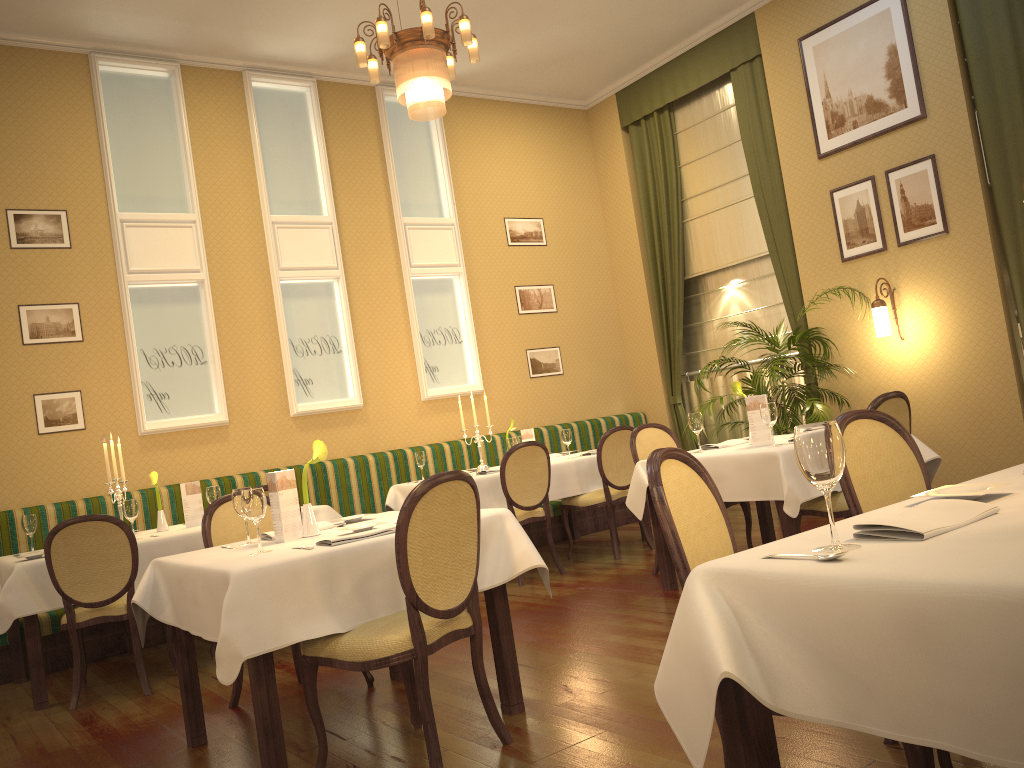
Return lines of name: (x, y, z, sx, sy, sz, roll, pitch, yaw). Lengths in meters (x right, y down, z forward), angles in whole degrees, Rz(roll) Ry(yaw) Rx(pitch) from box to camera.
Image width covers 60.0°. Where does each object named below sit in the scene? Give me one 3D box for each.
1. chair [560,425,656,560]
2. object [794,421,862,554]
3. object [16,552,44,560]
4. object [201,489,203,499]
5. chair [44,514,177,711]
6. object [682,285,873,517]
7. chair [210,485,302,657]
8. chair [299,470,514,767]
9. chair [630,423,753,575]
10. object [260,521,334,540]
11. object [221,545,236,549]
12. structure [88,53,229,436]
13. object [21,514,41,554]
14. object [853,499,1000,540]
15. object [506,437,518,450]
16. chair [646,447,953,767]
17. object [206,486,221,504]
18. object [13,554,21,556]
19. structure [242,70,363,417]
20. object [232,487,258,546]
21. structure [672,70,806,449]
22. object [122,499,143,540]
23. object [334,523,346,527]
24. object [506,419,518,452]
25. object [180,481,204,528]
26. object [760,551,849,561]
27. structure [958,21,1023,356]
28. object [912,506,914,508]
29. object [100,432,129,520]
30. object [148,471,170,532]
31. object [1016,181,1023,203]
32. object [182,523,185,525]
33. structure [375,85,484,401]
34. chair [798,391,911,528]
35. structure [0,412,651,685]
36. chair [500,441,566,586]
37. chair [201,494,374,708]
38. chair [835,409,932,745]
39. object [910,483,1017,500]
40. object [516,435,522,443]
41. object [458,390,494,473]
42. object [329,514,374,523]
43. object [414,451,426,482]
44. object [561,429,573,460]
chair: (0.709, 0.815, 6.726, 0.530, 0.955, 0.571, -7, -3, -36)
object: (0.569, 0.185, 1.609, 0.088, 0.229, 0.088, -9, -3, 12)
object: (-2.552, 0.924, 4.739, 0.160, 0.024, 0.160, -7, -3, -36)
object: (-2.087, 0.804, 5.878, 0.088, 0.229, 0.088, -9, -3, 6)
chair: (-2.140, 1.153, 4.698, 0.530, 0.955, 0.571, -8, -3, -11)
object: (2.273, 0.178, 7.289, 1.496, 1.807, 1.552, -11, -3, 35)
chair: (-1.486, 1.076, 5.177, 0.530, 0.955, 0.571, -7, -3, -36)
chair: (-0.367, 0.798, 3.011, 0.571, 0.955, 0.530, -11, -3, 34)
chair: (1.116, 0.697, 5.605, 0.530, 0.955, 0.571, -7, -3, -36)
object: (-0.902, 0.618, 3.730, 0.273, 0.033, 0.142, -7, -3, -36)
object: (-1.136, 0.654, 3.564, 0.017, 0.010, 0.185, -7, -3, -34)
structure: (-2.786, -1.111, 7.002, 0.687, 2.985, 0.200, -7, -3, -36)
object: (-2.881, 0.898, 5.310, 0.088, 0.229, 0.088, -9, -3, 12)
object: (0.789, 0.257, 1.687, 0.273, 0.033, 0.142, -7, -3, -36)
object: (0.011, 0.518, 6.630, 0.088, 0.229, 0.088, -9, -3, 12)
chair: (0.684, 0.591, 2.084, 0.571, 0.955, 0.530, -10, -3, 29)
object: (-1.787, 0.731, 5.341, 0.088, 0.229, 0.088, -9, -3, 12)
object: (-2.939, 1.013, 5.258, 0.038, 0.015, 0.181, -7, -3, -34)
structure: (-1.821, -1.225, 7.700, 0.661, 2.985, 0.200, -7, -3, -36)
object: (-1.090, 0.539, 3.625, 0.088, 0.229, 0.088, -9, -3, 6)
structure: (2.101, -1.106, 8.679, 0.123, 4.511, 1.942, -7, -3, -36)
object: (-2.166, 0.775, 5.055, 0.088, 0.229, 0.088, -9, -3, 12)
object: (-0.758, 0.606, 3.815, 0.038, 0.015, 0.181, -7, -3, -34)
object: (-0.008, 0.470, 7.102, 0.076, 0.375, 0.163, -11, -4, 41)
object: (-1.962, 0.744, 5.521, 0.081, 0.277, 0.166, -10, -3, 16)
object: (0.511, 0.300, 1.557, 0.038, 0.015, 0.181, -7, -3, -34)
structure: (4.097, -1.553, 5.836, 0.134, 4.511, 1.900, -7, -3, -36)
object: (0.910, 0.254, 1.822, 0.017, 0.010, 0.185, -7, -3, -34)
object: (-2.381, 0.611, 5.348, 0.131, 0.655, 0.390, -8, -3, -21)
object: (-2.177, 0.723, 5.454, 0.076, 0.375, 0.163, -8, -3, -14)
object: (1.157, -0.117, 1.611, 0.390, 0.655, 0.131, -9, -3, -2)
object: (-2.133, 0.918, 5.818, 0.017, 0.010, 0.185, -7, -3, -34)
structure: (-0.797, -1.346, 8.440, 0.670, 2.985, 0.200, -7, -3, -36)
chair: (1.784, 0.544, 4.568, 0.530, 0.955, 0.571, -7, -3, -36)
structure: (-4.222, 1.457, 5.074, 14.516, 1.031, 0.850, -7, -3, -36)
chair: (0.011, 0.899, 6.261, 0.530, 0.955, 0.571, -7, -3, -36)
chair: (-1.055, 0.954, 4.039, 0.571, 0.955, 0.530, -11, -4, 44)
chair: (1.296, 0.518, 2.514, 0.530, 0.955, 0.571, -7, -3, -36)
object: (0.984, 0.242, 1.933, 0.160, 0.024, 0.160, -7, -3, -36)
object: (0.090, 0.546, 7.453, 0.088, 0.229, 0.088, -9, -3, 12)
object: (-0.272, 0.362, 6.883, 0.131, 0.655, 0.390, -7, -3, -30)
object: (-0.702, 0.599, 3.912, 0.160, 0.024, 0.160, -7, -3, -36)
object: (-0.703, 0.640, 6.885, 0.088, 0.229, 0.088, -9, -3, 12)
object: (0.431, 0.464, 6.849, 0.088, 0.229, 0.088, -9, -3, 12)
